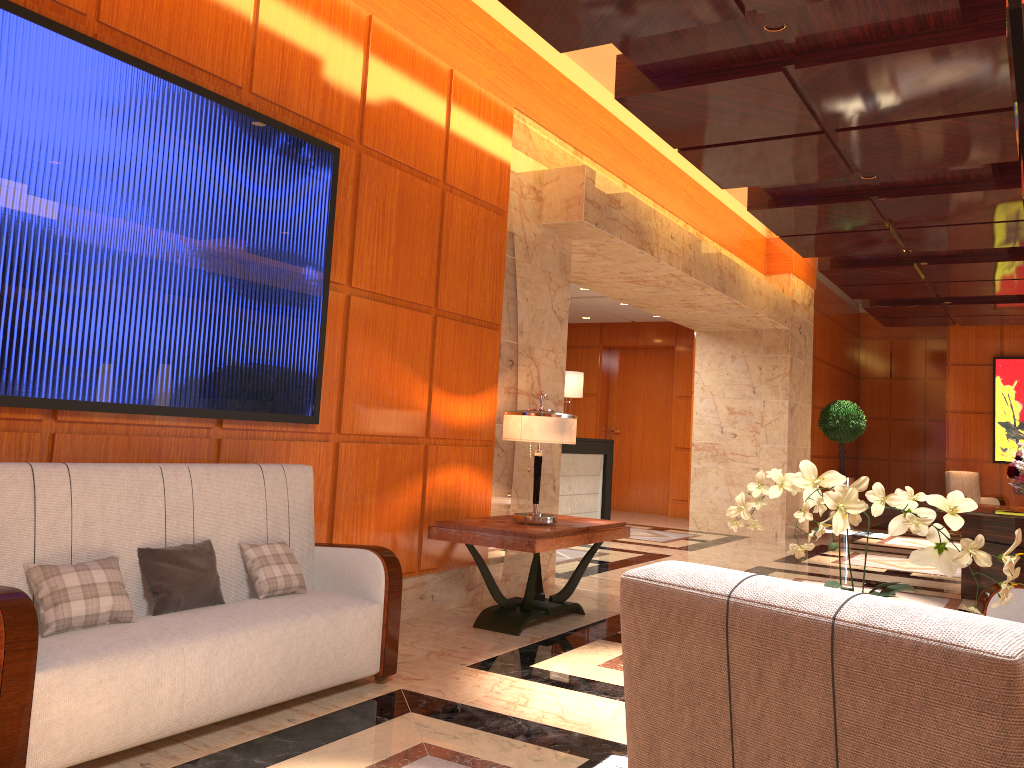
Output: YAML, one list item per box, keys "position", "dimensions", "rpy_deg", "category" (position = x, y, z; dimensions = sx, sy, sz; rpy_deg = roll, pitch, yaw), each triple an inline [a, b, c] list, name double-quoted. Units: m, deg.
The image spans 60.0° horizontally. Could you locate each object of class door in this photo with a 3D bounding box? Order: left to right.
- position: [2.051, 0.731, 14.349]
  dimensions: [1.286, 2.707, 0.339]
  rpy_deg: [0, -6, 31]
  category: "door"

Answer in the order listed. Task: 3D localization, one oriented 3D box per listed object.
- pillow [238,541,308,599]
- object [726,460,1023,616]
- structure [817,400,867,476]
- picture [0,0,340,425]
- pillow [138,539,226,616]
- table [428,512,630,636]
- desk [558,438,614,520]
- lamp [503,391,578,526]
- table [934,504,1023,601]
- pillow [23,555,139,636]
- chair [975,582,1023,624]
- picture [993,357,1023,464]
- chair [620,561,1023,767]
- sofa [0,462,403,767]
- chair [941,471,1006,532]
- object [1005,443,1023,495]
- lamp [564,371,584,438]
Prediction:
- position: [-1.018, 0.798, 3.793]
  dimensions: [0.202, 0.230, 0.272]
  rpy_deg: [0, -5, 34]
  category: "pillow"
- position: [1.023, 0.540, 2.568]
  dimensions: [0.788, 0.619, 0.416]
  rpy_deg: [3, -5, 9]
  category: "object"
- position: [5.016, 1.082, 13.497]
  dimensions: [0.722, 1.719, 0.719]
  rpy_deg: [2, -5, 9]
  category: "structure"
- position: [-1.484, -0.596, 3.768]
  dimensions: [0.056, 1.457, 1.990]
  rpy_deg: [0, -5, 31]
  category: "picture"
- position: [-1.277, 0.748, 3.433]
  dimensions: [0.160, 0.254, 0.356]
  rpy_deg: [1, -5, 28]
  category: "pillow"
- position: [0.132, 1.161, 5.493]
  dimensions: [0.725, 0.609, 1.266]
  rpy_deg: [1, -5, 32]
  category: "table"
- position: [0.132, 1.166, 10.396]
  dimensions: [0.941, 1.145, 2.916]
  rpy_deg: [0, -5, 31]
  category: "desk"
- position: [0.162, 0.446, 5.411]
  dimensions: [0.458, 0.813, 0.457]
  rpy_deg: [-1, -7, 40]
  category: "lamp"
- position: [4.417, 1.435, 7.245]
  dimensions: [1.600, 0.747, 1.595]
  rpy_deg: [1, -4, 31]
  category: "table"
- position: [-1.478, 0.723, 3.048]
  dimensions: [0.195, 0.228, 0.343]
  rpy_deg: [0, -5, 36]
  category: "pillow"
- position: [2.331, 0.990, 3.602]
  dimensions: [0.629, 0.964, 0.735]
  rpy_deg: [2, -5, 10]
  category: "chair"
- position: [8.748, 0.439, 14.027]
  dimensions: [1.996, 1.743, 0.056]
  rpy_deg: [1, -6, 31]
  category: "picture"
- position: [0.538, 0.749, 1.224]
  dimensions: [0.627, 0.964, 0.737]
  rpy_deg: [7, -6, -40]
  category: "chair"
- position: [-1.210, 0.789, 3.410]
  dimensions: [0.612, 0.936, 1.793]
  rpy_deg: [0, -5, 32]
  category: "sofa"
- position: [7.262, 1.872, 13.983]
  dimensions: [0.737, 0.964, 0.626]
  rpy_deg: [4, -5, -10]
  category: "chair"
- position: [4.449, 0.732, 7.297]
  dimensions: [0.650, 0.661, 0.677]
  rpy_deg: [1, -5, 22]
  category: "object"
- position: [0.700, 0.259, 11.197]
  dimensions: [0.371, 0.823, 0.372]
  rpy_deg: [7, -6, -34]
  category: "lamp"
